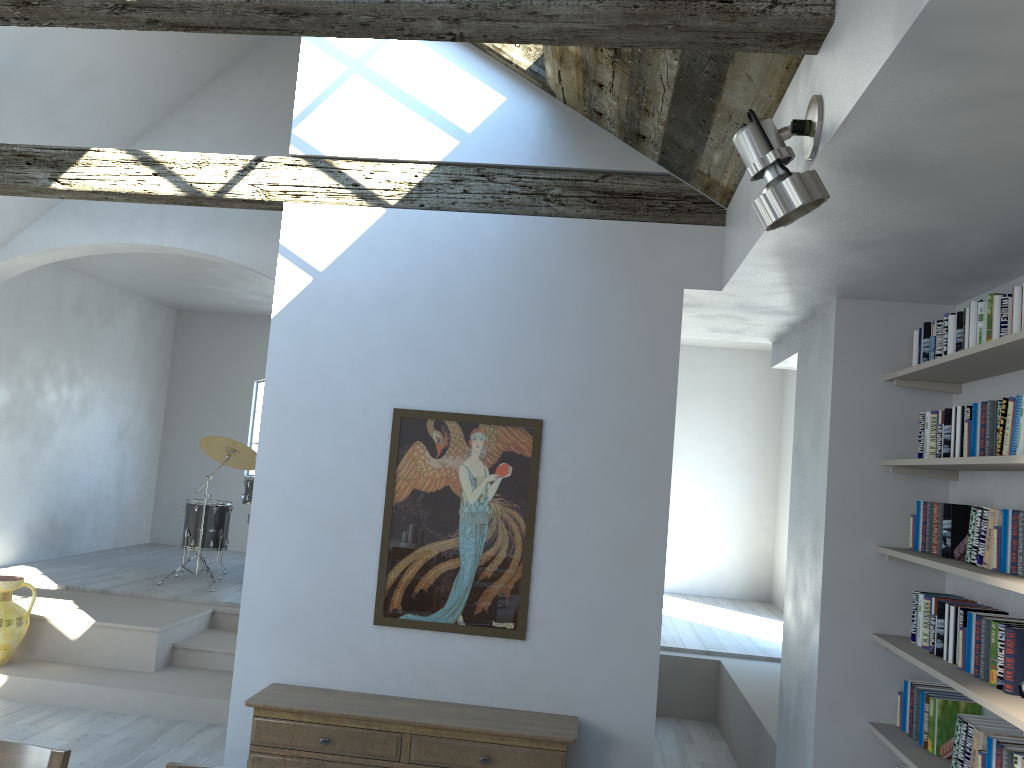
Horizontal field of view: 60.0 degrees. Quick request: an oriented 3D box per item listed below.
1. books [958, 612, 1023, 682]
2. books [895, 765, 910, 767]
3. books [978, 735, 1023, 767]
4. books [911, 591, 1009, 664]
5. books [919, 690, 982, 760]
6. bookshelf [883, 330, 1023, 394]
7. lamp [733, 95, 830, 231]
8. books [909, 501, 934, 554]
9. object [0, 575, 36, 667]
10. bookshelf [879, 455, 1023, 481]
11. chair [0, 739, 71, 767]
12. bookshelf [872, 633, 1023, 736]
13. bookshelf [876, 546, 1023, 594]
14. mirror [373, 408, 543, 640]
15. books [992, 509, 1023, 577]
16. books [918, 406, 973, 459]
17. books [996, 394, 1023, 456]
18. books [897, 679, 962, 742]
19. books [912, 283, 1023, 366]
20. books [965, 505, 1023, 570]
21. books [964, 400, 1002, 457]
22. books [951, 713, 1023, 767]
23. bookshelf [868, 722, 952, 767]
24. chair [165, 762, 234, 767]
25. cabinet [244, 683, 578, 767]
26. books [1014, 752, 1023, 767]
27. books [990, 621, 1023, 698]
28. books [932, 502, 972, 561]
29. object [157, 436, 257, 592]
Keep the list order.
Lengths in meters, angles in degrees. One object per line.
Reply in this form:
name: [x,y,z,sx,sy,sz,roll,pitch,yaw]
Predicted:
books: [1.798,0.970,3.272,0.209,0.220,0.278,4,-5,4]
books: [1.673,1.677,2.490,0.242,0.237,2.981,4,-5,6]
books: [1.747,1.345,3.040,0.209,0.220,0.278,4,-5,4]
books: [1.836,1.009,3.670,0.214,0.220,0.490,4,-5,6]
books: [1.794,1.395,3.567,0.189,0.224,0.345,4,-5,6]
bookshelf: [1.538,-0.369,0.266,0.315,0.070,7.825,4,-5,6]
lamp: [0.765,-0.623,2.509,0.265,0.386,0.235,2,-6,27]
books: [1.884,0.631,3.879,0.209,0.220,0.278,4,-5,4]
object: [-3.628,1.673,6.258,0.402,0.605,0.396,9,-6,-37]
bookshelf: [1.505,0.024,0.231,0.315,0.070,7.825,4,-5,6]
chair: [-1.480,1.434,2.093,0.514,1.006,0.605,4,-5,6]
bookshelf: [1.440,0.809,0.161,0.315,0.070,7.825,4,-5,6]
bookshelf: [1.473,0.416,0.196,0.315,0.070,7.825,4,-5,6]
mirror: [-0.259,0.665,4.274,0.736,1.047,0.009,4,-5,6]
books: [1.807,0.550,3.048,0.209,0.220,0.278,4,-5,4]
books: [1.901,0.224,3.747,0.214,0.220,0.490,4,-5,6]
books: [1.839,0.158,3.095,0.189,0.228,0.249,4,-5,6]
books: [1.824,1.426,3.871,0.209,0.220,0.278,4,-5,4]
books: [1.836,-0.282,2.674,0.242,0.237,2.981,4,-5,6]
books: [1.827,0.572,3.291,0.189,0.228,0.249,4,-5,6]
books: [1.865,0.186,3.363,0.209,0.220,0.278,4,-5,4]
books: [1.768,1.367,3.284,0.189,0.228,0.249,4,-5,6]
bookshelf: [1.408,1.201,0.126,0.315,0.070,7.825,4,-5,6]
chair: [-0.741,1.489,2.019,0.514,1.006,0.605,4,-5,6]
cabinet: [-0.470,1.835,4.007,1.481,0.714,0.383,4,-5,6]
books: [1.717,1.317,2.737,0.189,0.229,0.343,4,-5,6]
books: [1.768,0.941,2.964,0.189,0.224,0.345,4,-5,6]
books: [1.853,0.602,3.571,0.189,0.224,0.345,4,-5,6]
object: [-2.432,1.276,9.029,2.354,1.383,1.465,9,-7,-40]
